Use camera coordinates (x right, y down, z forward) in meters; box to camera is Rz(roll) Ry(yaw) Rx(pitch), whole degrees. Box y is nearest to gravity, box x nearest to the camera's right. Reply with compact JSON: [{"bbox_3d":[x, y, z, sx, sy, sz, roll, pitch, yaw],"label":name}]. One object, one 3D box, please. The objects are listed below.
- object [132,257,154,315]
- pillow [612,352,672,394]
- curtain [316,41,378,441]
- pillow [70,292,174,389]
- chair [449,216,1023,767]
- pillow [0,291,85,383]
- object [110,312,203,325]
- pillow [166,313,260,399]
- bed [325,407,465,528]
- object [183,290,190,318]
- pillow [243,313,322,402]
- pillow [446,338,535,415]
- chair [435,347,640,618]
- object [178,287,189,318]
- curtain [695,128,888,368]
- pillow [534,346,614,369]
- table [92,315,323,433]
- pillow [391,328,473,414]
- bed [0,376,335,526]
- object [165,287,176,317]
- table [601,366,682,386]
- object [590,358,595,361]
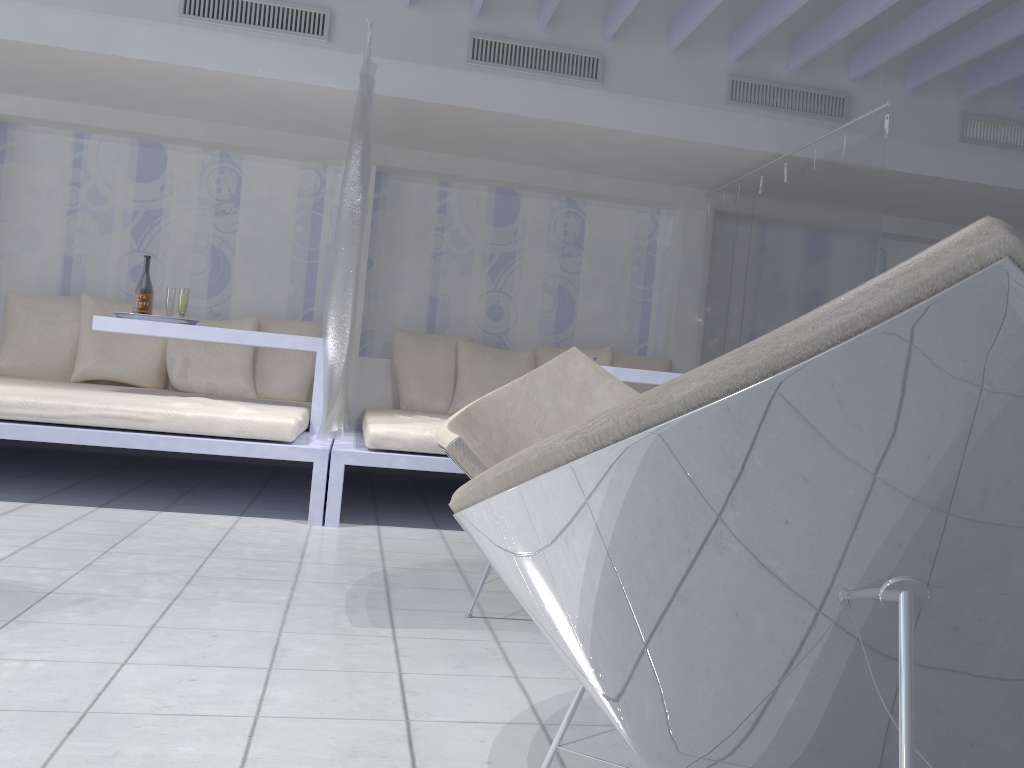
[{"bbox_3d":[-1.767,-0.465,4.266,0.092,0.302,0.092,5,0,-43],"label":"object"},{"bbox_3d":[0.785,0.063,5.667,0.524,0.521,0.230,5,0,-12],"label":"pillow"},{"bbox_3d":[-0.793,-0.565,4.357,0.151,1.552,2.050,5,0,-10],"label":"curtain"},{"bbox_3d":[-2.227,-0.243,5.105,0.537,0.527,0.233,5,0,-30],"label":"pillow"},{"bbox_3d":[0.347,0.262,0.955,0.906,0.759,0.753,5,0,7],"label":"chair"},{"bbox_3d":[-2.656,-0.259,5.054,0.524,0.521,0.230,5,0,-8],"label":"pillow"},{"bbox_3d":[-1.710,-0.309,4.265,0.429,0.031,0.275,5,0,-8],"label":"object"},{"bbox_3d":[-1.724,-0.172,5.139,0.528,0.482,0.307,5,0,-15],"label":"pillow"},{"bbox_3d":[0.201,0.425,4.598,2.200,0.427,2.016,5,0,-10],"label":"bed"},{"bbox_3d":[-1.600,-0.375,4.320,0.059,0.174,0.059,5,0,-42],"label":"object"},{"bbox_3d":[-1.404,-0.155,5.287,0.572,0.510,0.231,5,0,-9],"label":"pillow"},{"bbox_3d":[-0.120,-0.021,5.424,0.528,0.482,0.307,5,0,-5],"label":"pillow"},{"bbox_3d":[0.211,0.254,2.671,0.906,0.759,0.753,5,0,-6],"label":"chair"},{"bbox_3d":[-1.583,-0.374,4.258,0.059,0.174,0.059,5,0,-42],"label":"object"},{"bbox_3d":[1.374,-0.341,4.784,0.125,1.559,1.998,5,0,-12],"label":"curtain"},{"bbox_3d":[0.369,0.001,5.567,0.537,0.527,0.233,5,0,10],"label":"pillow"},{"bbox_3d":[-1.432,-0.041,4.313,1.065,0.450,0.416,5,0,-10],"label":"table"},{"bbox_3d":[-0.469,-0.067,5.454,0.572,0.510,0.231,5,0,-11],"label":"pillow"},{"bbox_3d":[-1.968,0.224,4.228,2.200,0.422,2.022,5,0,-10],"label":"bed"},{"bbox_3d":[-1.664,-0.381,4.309,0.059,0.174,0.059,5,0,-42],"label":"object"},{"bbox_3d":[0.740,0.162,4.699,1.065,0.450,0.416,5,0,-10],"label":"table"},{"bbox_3d":[0.394,-0.118,4.683,0.082,0.043,0.082,5,0,41],"label":"object"}]
